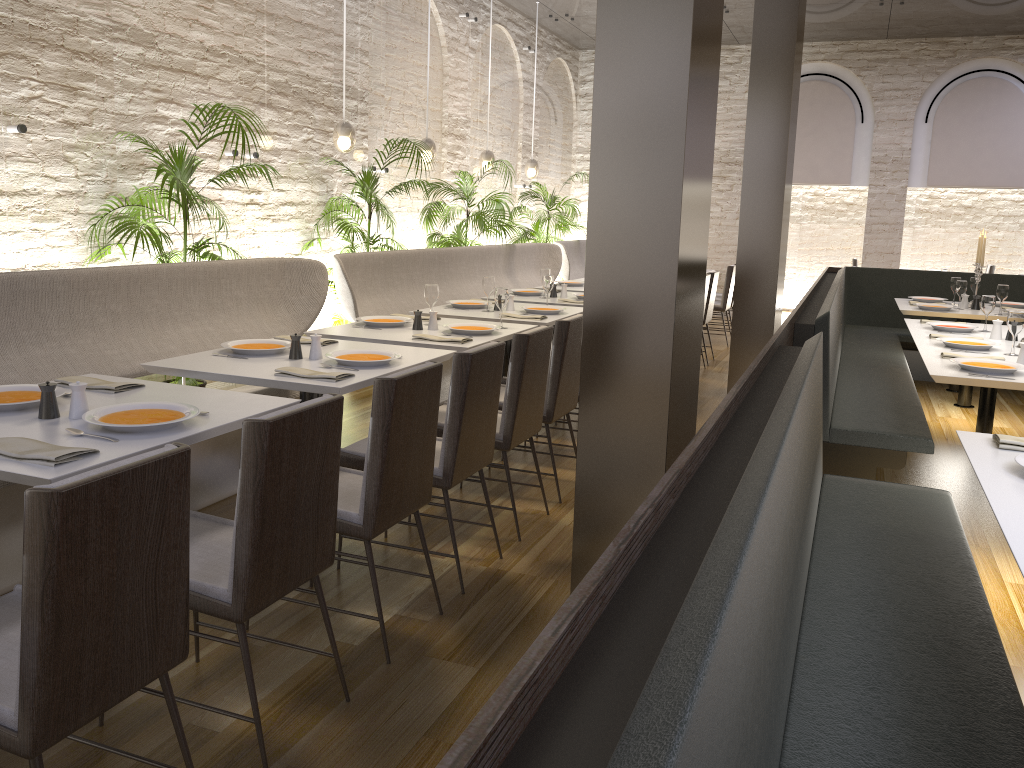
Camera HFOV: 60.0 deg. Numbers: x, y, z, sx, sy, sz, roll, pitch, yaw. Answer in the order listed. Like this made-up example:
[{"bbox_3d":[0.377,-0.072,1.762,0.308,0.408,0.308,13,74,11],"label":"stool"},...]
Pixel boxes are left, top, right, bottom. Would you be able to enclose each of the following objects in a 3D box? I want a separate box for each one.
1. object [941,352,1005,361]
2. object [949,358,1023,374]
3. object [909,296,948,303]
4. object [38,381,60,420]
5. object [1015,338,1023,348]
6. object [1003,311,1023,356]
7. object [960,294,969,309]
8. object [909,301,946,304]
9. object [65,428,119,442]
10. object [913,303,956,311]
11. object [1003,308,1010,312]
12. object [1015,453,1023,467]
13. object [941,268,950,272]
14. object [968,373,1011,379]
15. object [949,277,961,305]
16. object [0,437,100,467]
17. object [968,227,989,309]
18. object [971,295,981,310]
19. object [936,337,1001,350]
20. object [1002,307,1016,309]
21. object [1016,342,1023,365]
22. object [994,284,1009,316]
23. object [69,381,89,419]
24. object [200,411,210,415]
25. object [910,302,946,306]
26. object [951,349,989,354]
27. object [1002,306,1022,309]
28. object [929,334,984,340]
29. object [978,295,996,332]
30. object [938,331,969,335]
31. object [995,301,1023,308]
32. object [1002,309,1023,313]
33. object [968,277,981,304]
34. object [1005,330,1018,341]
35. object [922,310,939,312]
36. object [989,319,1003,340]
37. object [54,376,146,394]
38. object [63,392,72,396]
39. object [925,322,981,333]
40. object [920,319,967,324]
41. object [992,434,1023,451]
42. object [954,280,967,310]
[{"bbox_3d":[2.300,-0.132,4.429,0.273,0.033,0.143,6,12,21],"label":"object"},{"bbox_3d":[2.200,-0.079,4.100,0.322,0.036,0.323,6,12,18],"label":"object"},{"bbox_3d":[3.619,-0.730,7.714,0.322,0.036,0.323,5,11,16],"label":"object"},{"bbox_3d":[-1.378,0.045,2.634,0.059,0.109,0.060,4,9,12],"label":"object"},{"bbox_3d":[2.883,-0.522,4.875,0.132,0.653,0.392,7,11,31],"label":"object"},{"bbox_3d":[2.614,-0.263,4.606,0.086,0.229,0.087,5,10,21],"label":"object"},{"bbox_3d":[3.672,-0.669,7.187,0.069,0.126,0.069,-3,10,-27],"label":"object"},{"bbox_3d":[3.482,-0.674,7.438,0.273,0.033,0.143,6,12,21],"label":"object"},{"bbox_3d":[-1.154,0.140,2.431,0.181,0.015,0.038,6,12,22],"label":"object"},{"bbox_3d":[3.349,-0.606,7.025,0.321,0.036,0.324,1,11,-3],"label":"object"},{"bbox_3d":[4.064,-0.579,7.046,0.273,0.033,0.143,6,12,21],"label":"object"},{"bbox_3d":[1.507,0.239,2.337,0.322,0.036,0.323,11,14,40],"label":"object"},{"bbox_3d":[4.438,-1.070,9.092,0.086,0.229,0.087,-5,11,-39],"label":"object"},{"bbox_3d":[2.113,-0.033,3.904,0.185,0.010,0.017,6,11,21],"label":"object"},{"bbox_3d":[3.759,-0.789,7.521,0.086,0.229,0.086,-4,11,-33],"label":"object"},{"bbox_3d":[-1.215,0.169,2.267,0.273,0.033,0.143,6,12,21],"label":"object"},{"bbox_3d":[3.802,-0.944,7.215,0.132,0.653,0.392,7,11,31],"label":"object"},{"bbox_3d":[3.738,-0.657,7.136,0.069,0.126,0.069,-3,10,-27],"label":"object"},{"bbox_3d":[2.500,-0.216,4.864,0.322,0.036,0.323,11,14,40],"label":"object"},{"bbox_3d":[4.120,-0.605,7.188,0.273,0.033,0.143,6,12,21],"label":"object"},{"bbox_3d":[2.468,-0.144,4.263,0.069,0.126,0.069,11,13,43],"label":"object"},{"bbox_3d":[3.729,-0.639,6.745,0.086,0.229,0.086,-4,11,-33],"label":"object"},{"bbox_3d":[-1.296,0.045,2.652,0.059,0.109,0.060,4,9,12],"label":"object"},{"bbox_3d":[-1.023,0.082,2.764,0.185,0.010,0.017,6,11,21],"label":"object"},{"bbox_3d":[3.426,-0.649,7.295,0.273,0.033,0.143,6,12,21],"label":"object"},{"bbox_3d":[2.412,-0.170,4.664,0.185,0.010,0.017,6,11,21],"label":"object"},{"bbox_3d":[4.141,-0.629,7.323,0.181,0.015,0.038,6,12,22],"label":"object"},{"bbox_3d":[2.598,-0.269,5.189,0.273,0.033,0.143,6,12,21],"label":"object"},{"bbox_3d":[3.013,-0.446,5.622,0.086,0.229,0.087,8,11,32],"label":"object"},{"bbox_3d":[2.723,-0.313,5.458,0.185,0.010,0.017,6,11,21],"label":"object"},{"bbox_3d":[4.210,-0.667,7.487,0.321,0.036,0.324,-2,12,-20],"label":"object"},{"bbox_3d":[3.939,-0.542,6.798,0.321,0.036,0.324,1,11,-3],"label":"object"},{"bbox_3d":[3.983,-0.803,7.635,0.086,0.229,0.086,1,9,-9],"label":"object"},{"bbox_3d":[2.954,-0.314,5.228,0.069,0.126,0.069,4,9,14],"label":"object"},{"bbox_3d":[3.266,-0.562,6.839,0.185,0.010,0.017,6,11,21],"label":"object"},{"bbox_3d":[2.879,-0.323,5.260,0.069,0.126,0.069,4,9,14],"label":"object"},{"bbox_3d":[-1.442,0.000,3.100,0.273,0.033,0.143,6,12,21],"label":"object"},{"bbox_3d":[-1.522,0.026,2.955,0.181,0.015,0.038,6,12,22],"label":"object"},{"bbox_3d":[2.808,-0.358,5.649,0.322,0.036,0.323,5,11,16],"label":"object"},{"bbox_3d":[2.910,-0.412,5.982,0.273,0.033,0.143,6,12,21],"label":"object"},{"bbox_3d":[1.603,0.182,2.653,0.273,0.033,0.143,6,12,21],"label":"object"},{"bbox_3d":[3.594,-0.713,7.102,0.086,0.229,0.086,-4,11,-33],"label":"object"}]
